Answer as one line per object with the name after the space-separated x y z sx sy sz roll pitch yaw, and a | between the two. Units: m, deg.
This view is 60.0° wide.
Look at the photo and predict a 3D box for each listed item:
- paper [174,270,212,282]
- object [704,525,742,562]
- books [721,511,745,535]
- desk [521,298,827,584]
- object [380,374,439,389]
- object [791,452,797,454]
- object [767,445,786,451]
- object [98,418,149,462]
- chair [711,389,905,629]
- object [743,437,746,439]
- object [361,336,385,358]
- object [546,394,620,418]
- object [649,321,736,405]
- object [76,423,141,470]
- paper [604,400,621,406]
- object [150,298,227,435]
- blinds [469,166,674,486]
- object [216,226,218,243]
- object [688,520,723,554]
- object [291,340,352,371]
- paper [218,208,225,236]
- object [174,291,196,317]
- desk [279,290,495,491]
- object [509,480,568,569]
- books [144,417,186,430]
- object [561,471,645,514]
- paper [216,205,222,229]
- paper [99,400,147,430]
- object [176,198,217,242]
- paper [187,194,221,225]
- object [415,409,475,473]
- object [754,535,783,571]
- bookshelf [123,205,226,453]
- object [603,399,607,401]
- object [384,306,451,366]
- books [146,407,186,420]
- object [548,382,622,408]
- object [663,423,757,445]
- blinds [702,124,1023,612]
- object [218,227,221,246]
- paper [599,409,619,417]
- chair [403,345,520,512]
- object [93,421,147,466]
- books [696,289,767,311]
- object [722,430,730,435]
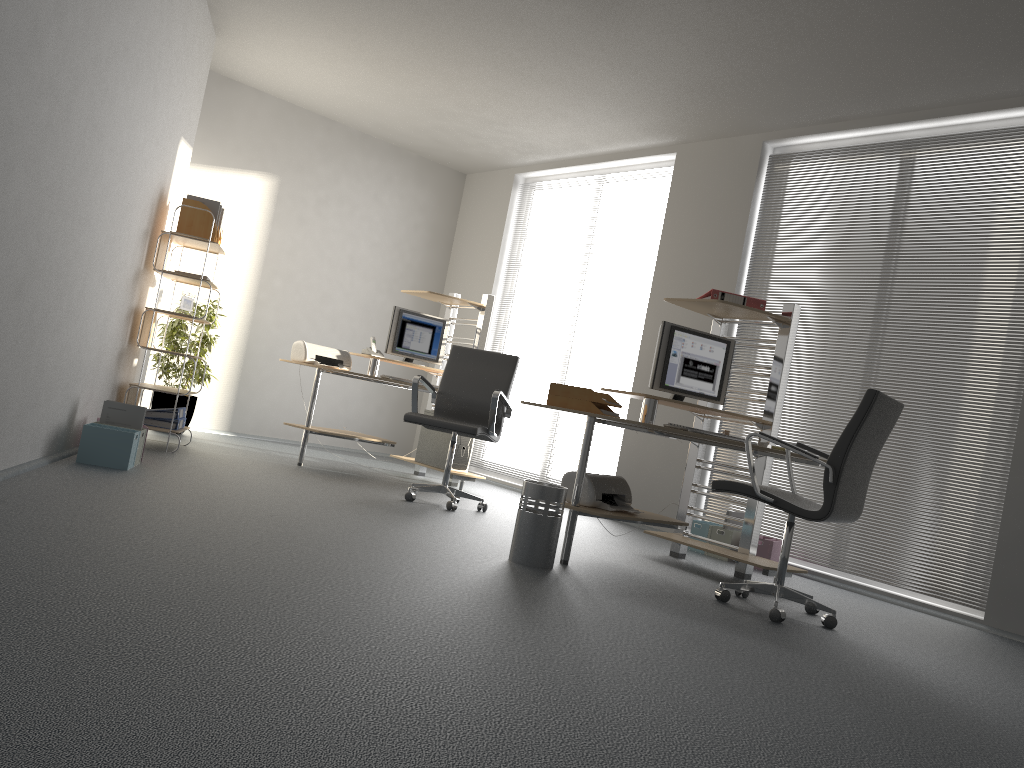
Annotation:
-2.169 -0.718 6.036 0.213 0.046 0.297 11 -2 -13 | paper
1.413 1.044 5.759 0.245 0.202 0.185 13 -2 -40 | object
1.436 0.976 5.750 0.220 0.306 0.068 13 -2 -40 | books
0.898 0.201 4.569 1.469 1.566 0.967 13 -2 -40 | desk
-0.885 -0.006 6.844 0.478 0.082 0.814 12 -2 -32 | object
1.490 0.369 4.849 0.011 0.011 0.158 13 -3 -43 | object
1.431 0.348 4.794 0.132 0.026 0.132 13 -2 -40 | object
-2.202 0.316 4.975 0.245 0.202 0.185 12 -2 -31 | object
1.307 0.526 4.052 0.652 1.048 0.584 10 -2 36 | chair
1.294 0.318 4.933 0.022 0.042 0.134 11 -2 2 | object
-1.062 -0.290 6.850 0.119 0.151 0.150 10 -2 36 | object
0.361 0.112 4.433 0.309 0.060 0.225 10 -2 29 | object
0.988 -0.092 4.987 0.516 0.418 0.245 12 -2 -18 | object
-2.080 0.327 4.582 0.245 0.202 0.185 11 -2 -13 | object
0.369 0.073 4.434 0.297 0.010 0.210 10 -2 29 | paper
-2.583 -0.169 7.030 0.544 1.147 0.644 11 -2 -11 | object
0.445 -0.485 7.766 0.037 2.749 1.950 13 -2 -40 | blinds
-2.108 -1.074 6.009 0.243 0.259 0.113 11 -2 -12 | object
1.296 1.026 5.901 0.245 0.202 0.185 13 -2 -40 | object
-1.367 -0.202 6.602 0.351 0.162 0.438 9 -3 42 | object
-2.131 -1.093 6.152 0.213 0.297 0.045 11 -2 -9 | paper
-2.173 -0.533 5.931 0.077 0.161 0.192 11 -2 6 | object
-0.876 -0.071 6.711 1.469 1.566 0.967 13 -2 -40 | desk
0.120 0.646 4.069 0.208 0.377 0.208 11 -2 4 | object
-2.331 0.241 5.898 0.262 0.072 0.320 11 -2 -12 | books
0.498 0.546 4.469 0.351 0.162 0.438 10 -2 34 | object
-2.110 -1.093 6.029 0.213 0.297 0.045 11 -2 -12 | paper
-2.113 0.255 4.779 0.220 0.306 0.068 11 -2 -13 | paper
-2.078 -1.072 5.888 0.243 0.259 0.113 11 -2 -15 | object
-2.081 -1.092 5.908 0.213 0.297 0.045 11 -2 -15 | paper
-0.515 0.449 6.975 0.199 0.422 0.471 13 -2 -40 | object
1.576 1.071 5.604 0.185 0.202 0.245 10 -2 32 | object
-2.231 -0.359 5.928 0.381 1.572 0.724 11 -2 -13 | bookshelf
0.458 0.080 4.383 0.008 0.009 0.159 11 -2 14 | object
-0.774 -0.362 7.110 0.516 0.418 0.245 12 -2 -25 | object
-2.330 0.185 5.898 0.263 0.100 0.320 11 -2 -12 | books
0.371 0.056 4.435 0.309 0.060 0.225 10 -2 29 | object
0.851 0.258 4.691 0.478 0.082 0.814 12 -2 -32 | object
2.225 -0.212 5.620 0.022 2.770 1.950 13 -2 -40 | blinds
-2.130 -1.074 6.131 0.243 0.259 0.113 11 -2 -9 | object
0.359 0.124 4.432 0.297 0.019 0.210 10 -2 29 | paper
-0.354 0.261 5.744 0.584 1.048 0.652 10 -2 16 | chair
-2.123 0.324 4.763 0.245 0.202 0.185 11 -2 -13 | object
1.239 -0.460 5.047 0.320 0.072 0.262 11 -2 -8 | books
1.193 0.288 4.943 0.054 0.064 0.159 10 -2 17 | object
